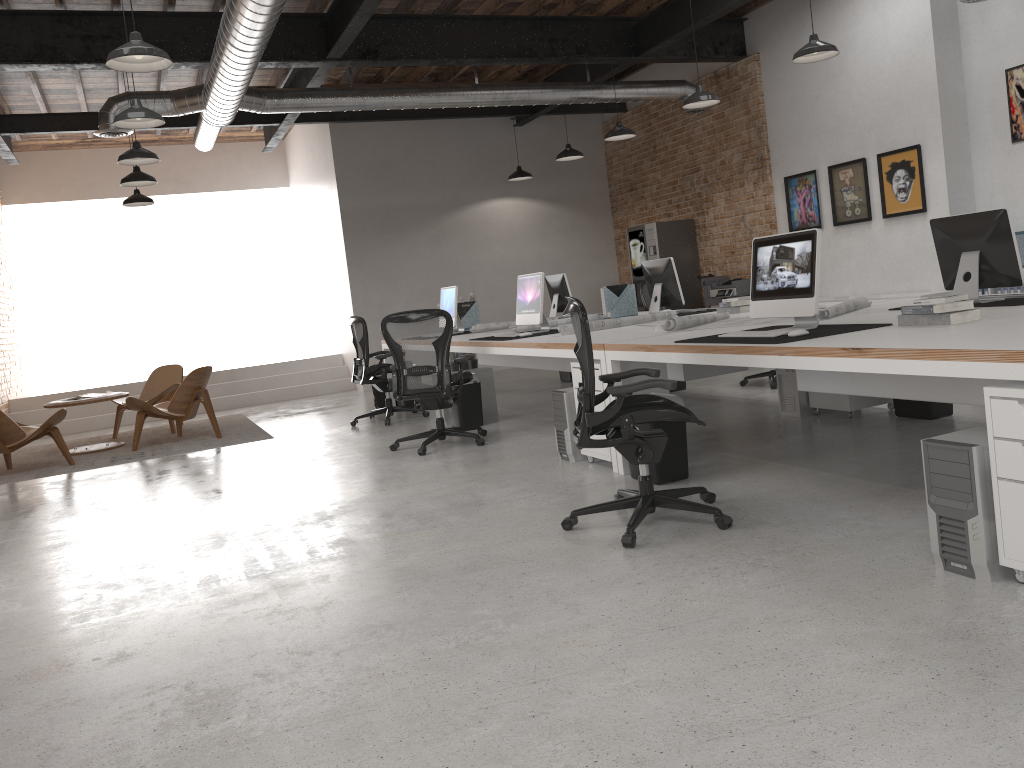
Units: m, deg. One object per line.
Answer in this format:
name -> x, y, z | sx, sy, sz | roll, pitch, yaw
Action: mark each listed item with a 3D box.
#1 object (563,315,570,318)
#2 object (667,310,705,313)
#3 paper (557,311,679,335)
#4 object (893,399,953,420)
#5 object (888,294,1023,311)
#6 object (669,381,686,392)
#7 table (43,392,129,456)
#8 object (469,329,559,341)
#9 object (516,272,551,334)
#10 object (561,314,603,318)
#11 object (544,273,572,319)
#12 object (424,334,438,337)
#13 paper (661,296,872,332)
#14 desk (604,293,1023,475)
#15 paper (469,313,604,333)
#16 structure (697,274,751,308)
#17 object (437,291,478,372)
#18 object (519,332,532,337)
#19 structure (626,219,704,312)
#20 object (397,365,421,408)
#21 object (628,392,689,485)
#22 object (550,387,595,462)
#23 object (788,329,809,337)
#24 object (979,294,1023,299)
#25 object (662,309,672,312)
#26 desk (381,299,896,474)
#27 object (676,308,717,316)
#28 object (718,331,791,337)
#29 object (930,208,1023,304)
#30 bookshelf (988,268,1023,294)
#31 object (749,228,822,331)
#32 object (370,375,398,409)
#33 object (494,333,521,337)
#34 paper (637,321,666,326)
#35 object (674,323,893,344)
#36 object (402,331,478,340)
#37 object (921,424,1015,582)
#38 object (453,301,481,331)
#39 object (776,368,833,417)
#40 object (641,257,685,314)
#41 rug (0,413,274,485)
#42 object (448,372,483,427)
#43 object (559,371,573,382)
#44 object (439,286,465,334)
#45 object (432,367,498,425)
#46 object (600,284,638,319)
object -> 0.613, -0.761, 9.891 | 0.106, 0.028, 0.059 | -9, 6, -24
object -> 1.521, -0.637, 7.725 | 0.119, 0.017, 0.439 | -9, 6, -22
paper -> 0.839, -0.476, 6.739 | 1.138, 0.082, 0.083 | -10, 5, -28
object -> 2.685, -0.019, 5.811 | 0.251, 0.464, 0.338 | -8, 4, -22
object -> 2.627, -0.456, 4.842 | 0.689, 0.008, 0.849 | -9, 6, -23
object -> 1.507, -0.169, 8.597 | 0.251, 0.464, 0.338 | -8, 4, -22
table -> -4.442, 0.419, 9.334 | 0.829, 0.568, 0.826 | -10, 6, -34
object -> 0.097, -0.402, 7.235 | 0.689, 0.008, 0.849 | -9, 6, -22
object -> 0.173, -0.661, 7.259 | 0.190, 0.484, 0.484 | -8, 5, -22
object -> 0.611, -0.712, 9.612 | 0.689, 0.008, 0.849 | -9, 6, -21
object -> 0.494, -0.935, 9.513 | 0.190, 0.484, 0.484 | -8, 5, -22
object -> -0.814, -0.501, 9.106 | 0.119, 0.017, 0.439 | -9, 6, -22
paper -> 1.607, -0.443, 5.553 | 1.073, 0.105, 0.981 | -3, 7, 32
desk -> 2.631, 0.100, 3.263 | 2.318, 0.767, 5.115 | -9, 6, -22
paper -> 0.223, -0.580, 8.461 | 0.978, 0.105, 1.076 | -10, 7, -25
structure -> 2.725, -0.870, 11.045 | 0.504, 1.054, 1.059 | -8, 5, -22
object -> -0.589, -0.484, 10.517 | 0.414, 1.207, 0.440 | -10, 5, -44
object -> 0.108, -0.388, 6.905 | 0.106, 0.028, 0.059 | -9, 6, -24
structure -> 2.104, -1.287, 12.120 | 0.640, 1.805, 0.750 | -8, 4, -22
object -> -1.143, 0.032, 9.722 | 0.251, 0.464, 0.338 | -8, 4, -22
object -> 0.792, 0.299, 4.940 | 0.251, 0.464, 0.338 | -8, 4, -22
object -> 0.555, 0.237, 5.869 | 0.542, 0.453, 0.221 | -9, 4, -23
object -> 1.312, -0.235, 4.054 | 0.106, 0.028, 0.059 | -9, 6, -24
object -> 2.731, -0.483, 4.862 | 0.119, 0.017, 0.439 | -9, 6, -22
object -> 1.400, -0.661, 8.029 | 0.106, 0.028, 0.059 | -9, 6, -24
desk -> 0.639, -0.153, 7.978 | 2.318, 0.767, 5.115 | -9, 6, -22
object -> 1.420, -0.609, 7.696 | 0.689, 0.008, 0.849 | -9, 6, -21
object -> 1.192, -0.246, 4.359 | 0.119, 0.017, 0.439 | -9, 6, -22
object -> 2.490, -0.682, 4.788 | 0.190, 0.484, 0.484 | -8, 5, -22
bookshelf -> 4.657, -0.622, 7.694 | 0.401, 0.797, 1.545 | -8, 5, -22
object -> 1.377, -0.508, 4.409 | 0.190, 0.484, 0.484 | -8, 5, -22
object -> -1.344, 0.047, 10.032 | 0.550, 0.428, 0.268 | -9, 4, -24
object -> -0.013, -0.399, 7.210 | 0.119, 0.017, 0.439 | -9, 6, -22
paper -> 1.178, -0.460, 6.516 | 0.485, 0.001, 0.429 | -8, 6, -15
object -> 1.308, -0.248, 4.368 | 0.689, 0.008, 0.849 | -9, 6, -22
object -> -0.708, -0.504, 9.138 | 0.689, 0.008, 0.849 | -9, 6, -22
object -> 1.728, 0.386, 3.096 | 0.542, 0.453, 0.221 | -9, 4, -23
object -> -0.520, -0.761, 9.913 | 0.281, 0.311, 0.150 | -9, 4, -23
object -> 2.237, -0.033, 6.515 | 0.545, 0.453, 0.221 | -9, 4, -23
object -> 1.280, -0.835, 7.651 | 0.190, 0.484, 0.484 | -8, 5, -22
rug -> -4.128, 0.655, 9.435 | 2.736, 0.004, 2.999 | -9, 6, -22
object -> -0.428, 0.144, 7.828 | 0.251, 0.464, 0.338 | -8, 4, -22
object -> 0.706, -0.271, 10.494 | 0.251, 0.464, 0.338 | -8, 4, -22
object -> -0.629, -0.763, 9.155 | 0.190, 0.484, 0.484 | -8, 5, -22
object -> -0.443, 0.110, 8.232 | 0.542, 0.453, 0.221 | -9, 4, -23
object -> 0.977, -0.749, 8.077 | 0.281, 0.311, 0.150 | -9, 4, -23
